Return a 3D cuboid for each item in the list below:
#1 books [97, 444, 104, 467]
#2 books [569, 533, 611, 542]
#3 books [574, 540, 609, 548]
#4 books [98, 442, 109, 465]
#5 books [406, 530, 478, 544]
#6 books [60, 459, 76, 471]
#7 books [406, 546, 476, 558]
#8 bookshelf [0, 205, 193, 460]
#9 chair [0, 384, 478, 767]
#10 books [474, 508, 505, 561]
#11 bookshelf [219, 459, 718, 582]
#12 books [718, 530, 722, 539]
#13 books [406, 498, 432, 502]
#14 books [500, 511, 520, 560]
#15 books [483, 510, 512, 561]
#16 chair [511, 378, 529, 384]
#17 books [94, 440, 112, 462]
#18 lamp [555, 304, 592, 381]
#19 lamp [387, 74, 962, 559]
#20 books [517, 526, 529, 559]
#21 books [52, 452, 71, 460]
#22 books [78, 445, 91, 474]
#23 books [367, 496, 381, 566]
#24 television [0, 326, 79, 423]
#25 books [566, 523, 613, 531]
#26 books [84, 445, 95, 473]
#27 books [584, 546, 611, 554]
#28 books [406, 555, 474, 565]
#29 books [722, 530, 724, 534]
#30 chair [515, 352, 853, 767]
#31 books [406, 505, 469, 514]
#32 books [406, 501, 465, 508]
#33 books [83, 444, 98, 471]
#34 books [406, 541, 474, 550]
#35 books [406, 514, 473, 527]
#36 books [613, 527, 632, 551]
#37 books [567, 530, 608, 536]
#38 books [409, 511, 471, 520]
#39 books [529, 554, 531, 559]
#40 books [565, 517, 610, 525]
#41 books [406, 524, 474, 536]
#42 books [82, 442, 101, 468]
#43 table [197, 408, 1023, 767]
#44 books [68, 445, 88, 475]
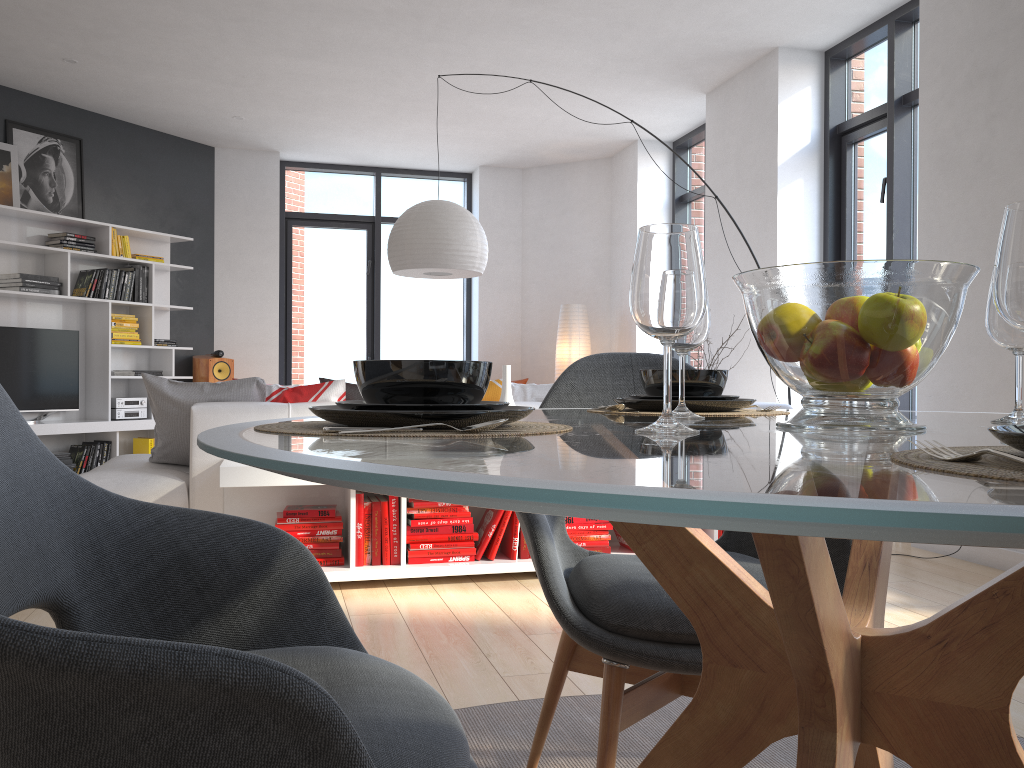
[{"bbox_3d":[-3.282,0.587,6.938,0.179,0.243,0.068,0,0,29],"label":"books"},{"bbox_3d":[0.281,0.665,3.906,0.257,0.025,0.182,0,0,-15],"label":"books"},{"bbox_3d":[0.273,0.690,3.897,0.266,0.026,0.187,0,0,-9],"label":"books"},{"bbox_3d":[-3.267,0.582,6.973,0.191,0.249,0.084,0,0,30],"label":"books"},{"bbox_3d":[-0.314,0.637,3.759,0.301,0.032,0.227,0,0,-15],"label":"books"},{"bbox_3d":[-3.498,0.637,6.628,0.277,0.137,0.343,0,0,25],"label":"books"},{"bbox_3d":[-0.307,0.692,3.720,0.282,0.030,0.188,0,0,-14],"label":"books"},{"bbox_3d":[-3.590,-0.240,6.446,0.455,2.052,3.000,0,0,30],"label":"bookshelf"},{"bbox_3d":[-0.333,0.375,0.939,0.619,0.891,0.655,0,0,-13],"label":"chair"},{"bbox_3d":[-0.107,0.612,3.783,0.144,0.247,0.188,0,0,-15],"label":"books"},{"bbox_3d":[0.104,0.566,3.859,2.600,0.500,0.356,0,0,-15],"label":"bookshelf"},{"bbox_3d":[0.908,0.615,4.035,0.026,0.250,0.168,0,0,-15],"label":"books"},{"bbox_3d":[-0.327,0.465,3.744,0.259,0.034,0.206,0,0,-18],"label":"books"},{"bbox_3d":[-0.005,0.597,3.804,0.046,0.282,0.199,0,0,-15],"label":"books"},{"bbox_3d":[-0.066,0.612,3.787,0.115,0.245,0.192,0,0,-15],"label":"books"},{"bbox_3d":[-0.215,0.367,8.244,0.896,0.858,0.843,0,0,17],"label":"chair"},{"bbox_3d":[-3.251,0.577,7.003,0.197,0.260,0.066,0,0,30],"label":"books"},{"bbox_3d":[0.721,0.029,8.203,0.804,1.550,0.502,0,0,35],"label":"lamp"},{"bbox_3d":[0.790,-0.507,4.870,3.199,2.647,0.710,0,0,21],"label":"lamp"},{"bbox_3d":[0.028,0.602,3.829,0.038,0.270,0.215,0,0,-15],"label":"books"},{"bbox_3d":[-3.520,0.545,6.633,0.250,0.047,0.310,0,0,25],"label":"books"},{"bbox_3d":[-3.345,0.591,6.841,0.187,0.234,0.096,0,0,30],"label":"books"},{"bbox_3d":[-0.574,0.604,3.679,0.034,0.259,0.207,0,0,-15],"label":"books"},{"bbox_3d":[-3.690,-0.067,6.495,0.207,0.704,1.102,0,0,30],"label":"television"},{"bbox_3d":[0.289,0.616,3.904,0.261,0.027,0.191,0,0,-11],"label":"books"},{"bbox_3d":[-3.318,0.591,6.862,0.169,0.233,0.081,0,0,29],"label":"books"},{"bbox_3d":[0.279,0.720,3.908,0.259,0.034,0.206,0,0,-12],"label":"books"},{"bbox_3d":[-0.314,0.721,3.736,0.274,0.029,0.200,0,0,-15],"label":"books"},{"bbox_3d":[0.941,0.606,4.052,0.050,0.268,0.198,0,0,-15],"label":"books"},{"bbox_3d":[0.307,0.376,1.696,0.655,0.891,0.619,0,0,-8],"label":"chair"},{"bbox_3d":[-0.328,0.520,3.743,0.257,0.025,0.182,0,0,-15],"label":"books"},{"bbox_3d":[-0.308,0.494,3.741,0.266,0.026,0.187,0,0,-21],"label":"books"},{"bbox_3d":[-3.290,0.588,6.885,0.172,0.242,0.069,0,0,31],"label":"books"},{"bbox_3d":[-0.309,0.665,3.723,0.266,0.026,0.187,0,0,-16],"label":"books"},{"bbox_3d":[-0.318,0.569,3.742,0.261,0.027,0.191,0,0,-19],"label":"books"},{"bbox_3d":[0.479,0.614,3.948,0.134,0.248,0.192,0,0,-15],"label":"books"},{"bbox_3d":[0.281,0.641,3.898,0.236,0.023,0.178,0,0,-15],"label":"books"},{"bbox_3d":[-0.308,0.543,3.739,0.236,0.023,0.178,0,0,-15],"label":"books"},{"bbox_3d":[0.060,0.605,3.828,0.028,0.266,0.188,0,0,-15],"label":"books"},{"bbox_3d":[0.283,0.583,3.919,0.279,0.039,0.206,0,0,-16],"label":"books"},{"bbox_3d":[-0.321,0.601,3.758,0.279,0.039,0.206,0,0,-14],"label":"books"},{"bbox_3d":[-3.301,0.580,6.918,0.192,0.254,0.075,0,0,29],"label":"books"},{"bbox_3d":[0.409,0.435,1.085,1.499,0.764,1.499,0,0,-26],"label":"table"},{"bbox_3d":[-3.358,0.590,6.810,0.182,0.234,0.104,0,0,30],"label":"books"}]
